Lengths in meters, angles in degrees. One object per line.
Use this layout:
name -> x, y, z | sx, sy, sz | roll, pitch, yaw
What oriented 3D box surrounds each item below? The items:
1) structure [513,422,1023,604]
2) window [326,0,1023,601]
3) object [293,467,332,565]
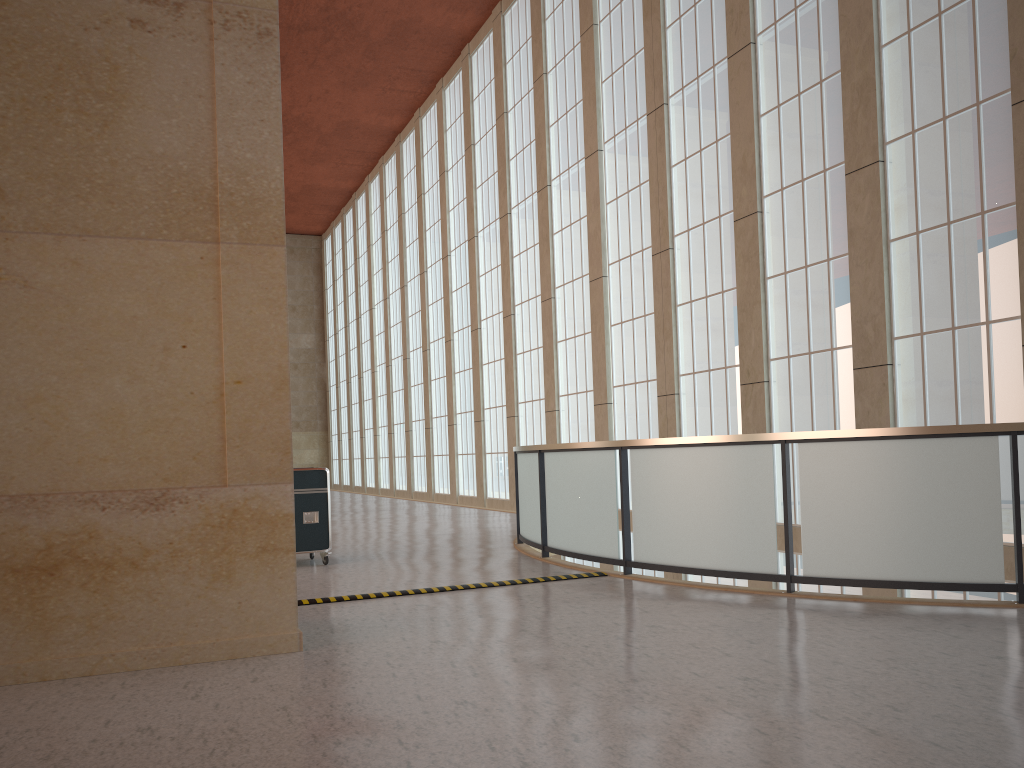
structure -> 3.340, 1.701, 13.254 | 5.243, 1.792, 13.115 | 1, -5, -33
window -> -18.279, 5.156, 75.230 | 0.010, 28.600, 165.381 | -2, -4, -23
object -> -3.542, 2.125, 14.233 | 1.055, 1.540, 1.276 | -1, -2, -23
